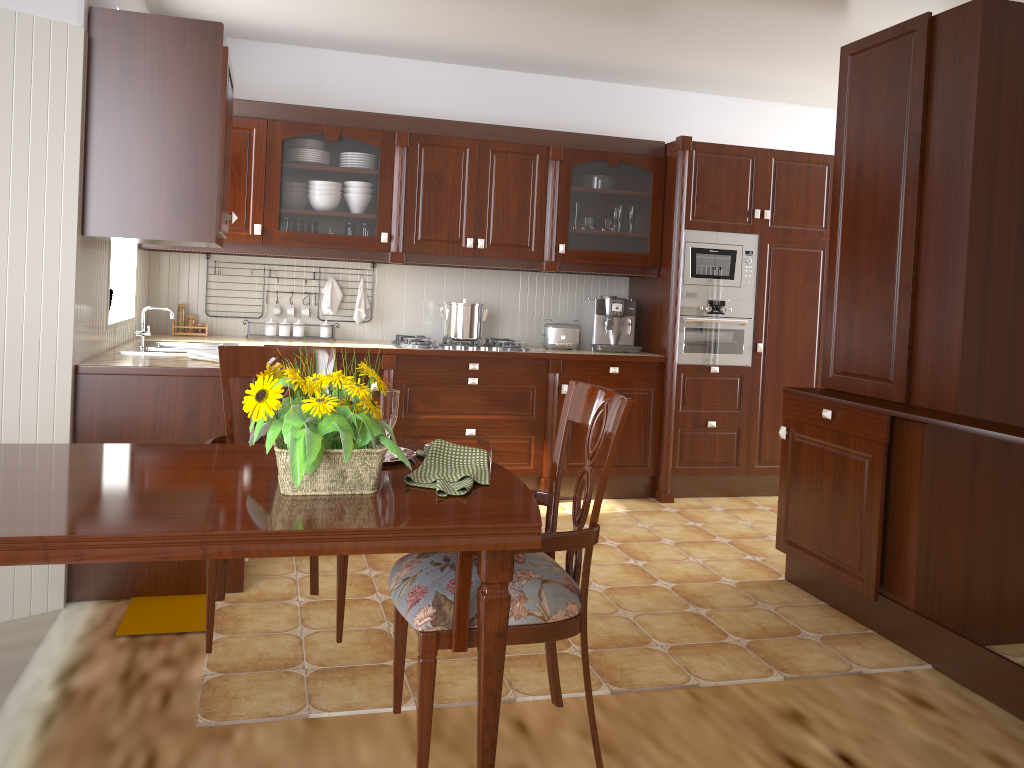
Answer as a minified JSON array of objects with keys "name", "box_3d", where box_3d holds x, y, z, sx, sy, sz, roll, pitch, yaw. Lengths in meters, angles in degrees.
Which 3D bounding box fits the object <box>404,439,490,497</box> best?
[{"name":"object","box_3d":[-0.130,0.154,1.877,0.166,0.056,0.531,3,6,-2]}]

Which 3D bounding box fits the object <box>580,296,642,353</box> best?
[{"name":"object","box_3d":[0.583,-0.353,5.171,0.274,0.321,0.325,2,4,-16]}]

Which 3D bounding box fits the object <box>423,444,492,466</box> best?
[{"name":"object","box_3d":[-0.118,0.153,1.921,0.146,0.046,0.047,3,4,-2]}]

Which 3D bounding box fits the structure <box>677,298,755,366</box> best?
[{"name":"structure","box_3d":[1.160,-0.296,5.048,0.494,0.374,0.041,2,2,-15]}]

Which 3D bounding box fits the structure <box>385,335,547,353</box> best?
[{"name":"structure","box_3d":[-0.273,-0.227,4.925,0.815,0.046,0.594,1,6,-15]}]

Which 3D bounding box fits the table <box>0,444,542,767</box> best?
[{"name":"table","box_3d":[-0.813,0.453,1.621,1.676,0.556,0.738,1,5,-15]}]

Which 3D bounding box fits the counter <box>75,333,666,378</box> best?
[{"name":"counter","box_3d":[-0.393,-0.128,4.264,2.780,0.032,1.834,1,6,-15]}]

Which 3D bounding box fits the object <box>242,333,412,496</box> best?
[{"name":"object","box_3d":[-0.353,0.058,1.656,0.298,0.336,0.320,1,4,-24]}]

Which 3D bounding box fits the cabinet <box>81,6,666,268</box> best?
[{"name":"cabinet","box_3d":[-0.299,-0.950,4.047,2.778,0.777,1.376,1,5,-15]}]

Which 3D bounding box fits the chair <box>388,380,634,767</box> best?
[{"name":"chair","box_3d":[-0.020,0.379,1.837,0.459,0.744,0.406,2,3,-15]}]

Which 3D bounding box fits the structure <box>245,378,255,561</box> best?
[{"name":"structure","box_3d":[-1.186,0.322,3.368,0.379,0.745,0.426,2,3,-16]}]

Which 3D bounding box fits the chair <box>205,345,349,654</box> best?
[{"name":"chair","box_3d":[-0.646,0.285,2.434,0.404,0.744,0.461,2,3,-19]}]

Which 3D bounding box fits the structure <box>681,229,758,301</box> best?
[{"name":"structure","box_3d":[1.136,-0.693,5.190,0.494,0.385,0.318,2,4,-15]}]

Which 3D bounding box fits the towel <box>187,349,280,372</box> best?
[{"name":"towel","box_3d":[-1.062,-0.085,3.471,0.331,0.097,0.344,7,7,37]}]

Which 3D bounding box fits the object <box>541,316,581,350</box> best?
[{"name":"object","box_3d":[0.286,-0.294,5.102,0.243,0.188,0.141,2,3,-15]}]
